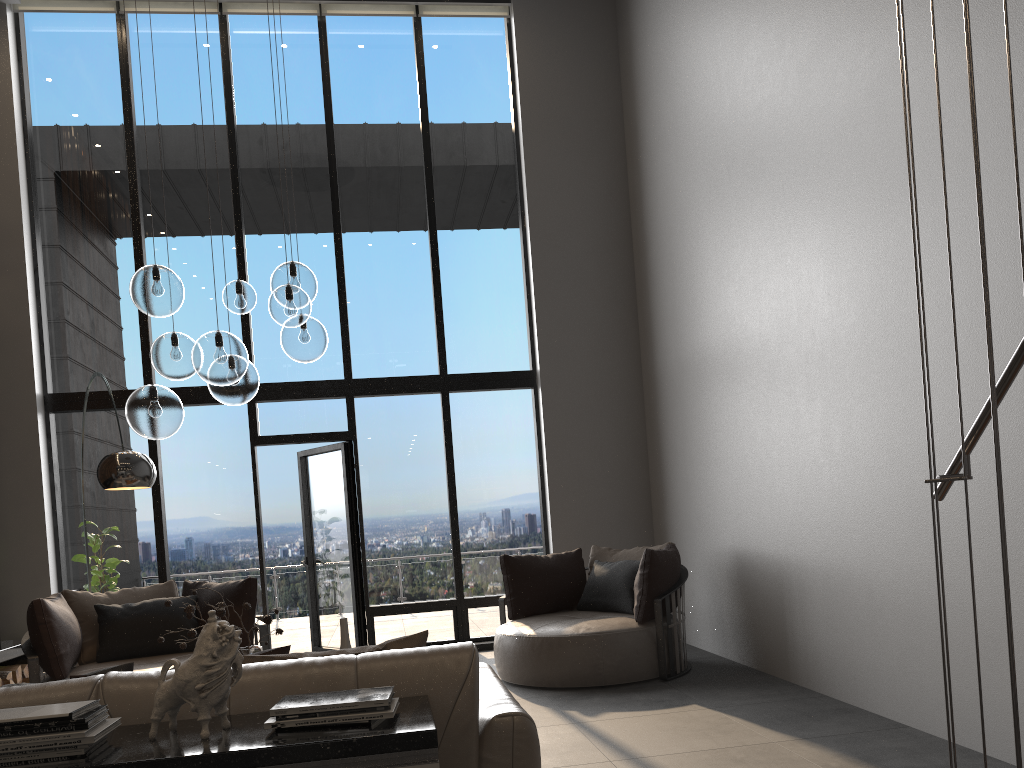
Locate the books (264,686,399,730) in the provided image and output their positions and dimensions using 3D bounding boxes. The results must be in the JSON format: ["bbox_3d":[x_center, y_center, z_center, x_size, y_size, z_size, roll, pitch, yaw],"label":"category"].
[{"bbox_3d":[-0.418,0.767,2.068,0.293,0.054,0.185,-4,-8,-4],"label":"books"}]

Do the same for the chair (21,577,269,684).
[{"bbox_3d":[-2.371,1.763,5.721,1.487,0.895,1.452,-6,-7,18],"label":"chair"}]

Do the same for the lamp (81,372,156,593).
[{"bbox_3d":[-2.668,1.087,5.837,0.318,2.325,2.055,-4,-3,-32],"label":"lamp"}]

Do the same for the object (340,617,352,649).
[{"bbox_3d":[-0.847,1.283,4.035,0.317,0.396,0.321,-5,-3,10],"label":"object"}]

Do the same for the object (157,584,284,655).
[{"bbox_3d":[-1.374,1.233,4.108,0.540,0.601,0.320,-1,-3,-38],"label":"object"}]

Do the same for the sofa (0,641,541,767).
[{"bbox_3d":[-1.638,1.326,3.036,3.238,0.815,1.898,-3,-8,-8],"label":"sofa"}]

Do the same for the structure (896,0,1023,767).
[{"bbox_3d":[1.668,-1.853,0.534,1.177,6.028,3.621,-4,-2,-9],"label":"structure"}]

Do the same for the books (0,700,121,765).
[{"bbox_3d":[-1.083,0.781,1.953,0.347,0.099,0.196,-3,-7,-9],"label":"books"}]

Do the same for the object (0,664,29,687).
[{"bbox_3d":[-3.759,2.072,5.233,0.435,0.387,4.087,-4,-9,-8],"label":"object"}]

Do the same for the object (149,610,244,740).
[{"bbox_3d":[-0.733,0.671,2.029,0.207,0.289,0.136,-5,-1,11],"label":"object"}]

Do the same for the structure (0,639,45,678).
[{"bbox_3d":[-3.762,1.819,4.029,0.666,0.454,6.611,-3,-9,-9],"label":"structure"}]

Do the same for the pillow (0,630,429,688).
[{"bbox_3d":[-1.209,1.047,2.613,1.937,0.498,0.548,-3,-5,-9],"label":"pillow"}]

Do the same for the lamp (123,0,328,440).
[{"bbox_3d":[-1.471,-2.208,4.115,1.229,4.982,1.235,-4,0,-12],"label":"lamp"}]

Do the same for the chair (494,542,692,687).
[{"bbox_3d":[0.580,1.657,6.432,1.446,0.895,1.494,-5,-7,8],"label":"chair"}]
